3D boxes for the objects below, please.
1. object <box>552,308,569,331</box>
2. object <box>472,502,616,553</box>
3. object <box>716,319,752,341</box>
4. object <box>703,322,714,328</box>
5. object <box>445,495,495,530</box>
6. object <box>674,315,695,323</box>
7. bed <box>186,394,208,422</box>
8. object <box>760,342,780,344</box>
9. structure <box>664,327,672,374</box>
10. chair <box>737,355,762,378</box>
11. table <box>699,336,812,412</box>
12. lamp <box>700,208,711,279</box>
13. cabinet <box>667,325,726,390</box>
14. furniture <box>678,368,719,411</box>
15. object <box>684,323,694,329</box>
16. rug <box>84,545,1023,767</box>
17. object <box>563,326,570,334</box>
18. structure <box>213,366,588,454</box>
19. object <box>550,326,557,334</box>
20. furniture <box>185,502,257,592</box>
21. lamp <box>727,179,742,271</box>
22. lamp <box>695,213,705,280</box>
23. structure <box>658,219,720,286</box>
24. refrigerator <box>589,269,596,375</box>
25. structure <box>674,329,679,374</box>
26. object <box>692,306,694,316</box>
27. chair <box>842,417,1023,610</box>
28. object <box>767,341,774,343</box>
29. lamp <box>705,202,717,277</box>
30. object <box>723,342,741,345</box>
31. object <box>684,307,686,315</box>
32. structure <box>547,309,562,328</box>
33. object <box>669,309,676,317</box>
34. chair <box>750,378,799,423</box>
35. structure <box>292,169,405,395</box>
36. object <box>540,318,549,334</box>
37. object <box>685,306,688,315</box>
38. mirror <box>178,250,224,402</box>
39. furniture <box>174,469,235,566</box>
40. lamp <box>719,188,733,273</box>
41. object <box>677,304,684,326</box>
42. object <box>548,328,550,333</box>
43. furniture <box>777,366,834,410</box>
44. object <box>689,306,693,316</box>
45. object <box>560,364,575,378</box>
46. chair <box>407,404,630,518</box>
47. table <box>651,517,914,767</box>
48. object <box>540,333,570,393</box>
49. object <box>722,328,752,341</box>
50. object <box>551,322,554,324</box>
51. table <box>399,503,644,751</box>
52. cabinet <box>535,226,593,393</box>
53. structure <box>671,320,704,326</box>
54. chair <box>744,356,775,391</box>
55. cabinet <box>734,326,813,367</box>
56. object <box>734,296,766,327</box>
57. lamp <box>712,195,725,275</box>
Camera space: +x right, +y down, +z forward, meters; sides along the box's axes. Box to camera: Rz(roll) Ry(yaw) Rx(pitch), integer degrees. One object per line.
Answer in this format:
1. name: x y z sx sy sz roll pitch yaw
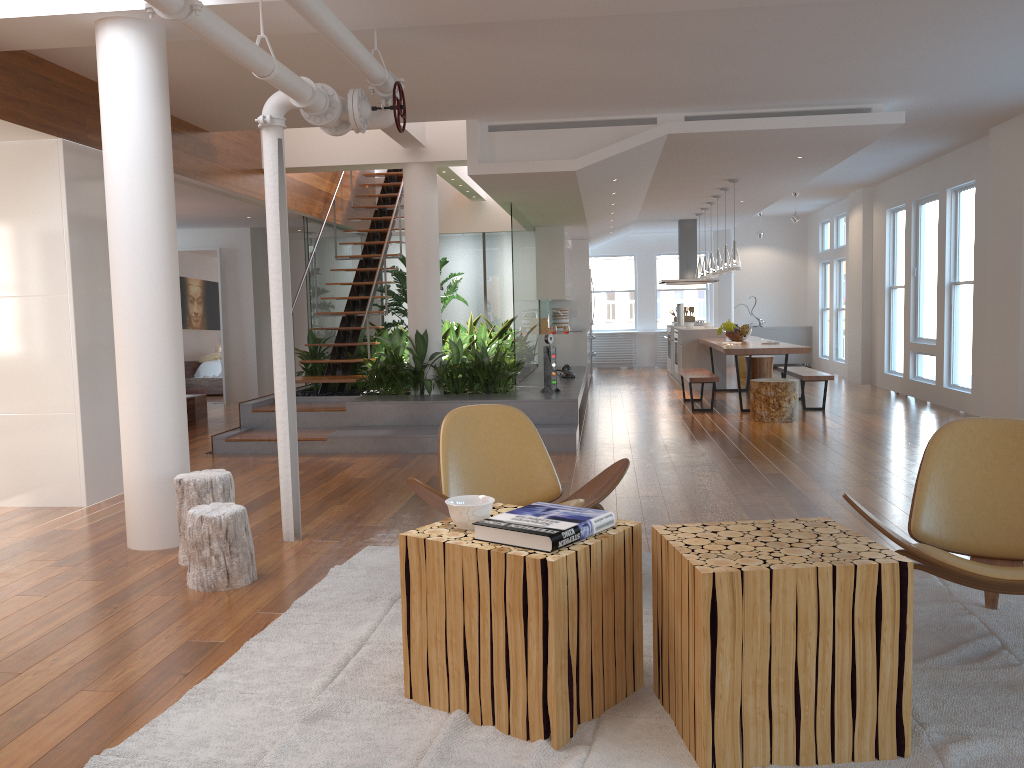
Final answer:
1. object: 0.756 -1.008 13.887 0.267 0.356 0.266 2 6 32
2. object: 0.097 0.414 2.591 0.279 0.048 0.334 2 6 37
3. object: 2.800 -0.677 11.138 0.394 0.284 0.292 -4 6 -30
4. object: 2.755 -0.823 12.461 0.152 0.082 0.152 -5 6 -33
5. object: -0.127 0.394 2.698 0.152 0.082 0.152 -5 6 -33
6. object: 2.898 -1.073 14.892 0.353 0.157 0.084 -1 5 6
7. bed: -4.764 0.220 9.184 2.314 0.595 2.207 -1 5 6
8. object: 2.944 -0.466 10.095 0.222 0.020 0.222 -2 5 -2
9. structure: 2.834 -0.564 14.482 0.649 0.735 0.890 -1 5 6
10. chair: 3.788 -0.336 14.182 0.344 0.430 0.549 -1 5 10
11. table: 2.968 -0.281 12.166 0.893 0.704 5.996 -1 5 6
12. lamp: 2.752 -2.037 12.633 0.160 1.060 0.160 2 6 33
13. cabinet: 2.780 -0.461 13.580 0.597 0.832 2.936 -1 5 6
14. furniture: 2.147 0.062 10.260 0.316 0.389 1.433 -1 5 6
15. object: 2.520 -0.830 12.610 0.152 0.082 0.152 -6 7 -44
16. rug: 0.672 0.927 2.467 3.525 0.057 3.478 -1 5 10
17. object: 0.751 -0.751 12.278 0.094 0.106 0.094 0 5 12
18. structure: -0.722 0.157 10.141 3.088 0.386 5.584 -1 5 6
19. object: 0.576 -0.752 12.344 0.094 0.106 0.094 0 5 12
20. furniture: -1.292 0.713 3.931 0.294 0.333 0.292 -4 5 -24
21. lamp: 2.450 -1.785 9.768 0.160 1.060 0.160 2 6 33
22. lamp: 2.827 -2.099 13.350 0.160 1.060 0.160 2 6 33
23. structure: 2.834 -2.313 14.312 0.909 1.405 0.900 -1 5 6
24. refrigerator: 1.051 -1.040 15.057 0.725 1.772 0.908 -1 5 6
25. structure: 2.439 -0.481 13.106 0.072 0.648 0.644 -1 5 6
26. object: 3.033 -1.153 14.881 0.057 0.294 0.030 -1 5 6
27. chair: 1.631 0.537 2.846 0.867 0.752 0.856 -5 6 -34
28. object: 2.943 -0.472 10.095 0.070 0.030 0.079 -6 6 -40
29. lamp: 2.676 -1.974 11.917 0.160 1.060 0.160 2 6 33
30. object: 2.529 -0.463 10.187 0.222 0.020 0.222 -6 7 -43
31. object: 2.898 -1.152 14.895 0.061 0.299 0.040 -1 5 4
32. structure: 0.644 -0.864 13.352 0.248 0.536 0.115 -1 5 6
33. object: 2.743 -1.133 14.911 0.199 0.259 0.016 0 5 16
34. chair: 2.622 0.160 8.867 0.460 0.400 0.460 0 5 16
35. structure: -0.914 -1.975 10.643 2.552 4.265 4.591 -1 5 6
36. object: 0.462 -0.827 12.623 0.104 0.222 0.200 -1 5 6
37. object: 2.930 -1.151 14.872 0.057 0.299 0.019 -1 5 6
38. mirror: -4.559 -0.769 12.015 1.267 2.044 0.049 -1 5 6
39. furniture: -1.475 0.643 4.301 0.290 0.418 0.298 -4 6 -31
40. lamp: 2.526 -1.848 10.484 0.160 1.060 0.160 2 6 33
41. object: 2.673 -1.089 14.002 0.172 0.356 0.120 -5 6 -36
42. object: 0.502 -0.824 12.869 0.100 0.170 0.173 -1 5 8
43. furniture: 3.333 0.044 10.133 0.316 0.389 1.433 -1 5 6
44. object: 2.994 -1.151 14.868 0.068 0.298 0.039 -1 5 6
45. object: 0.617 -0.147 10.151 0.216 0.155 0.181 -4 6 -29
46. chair: 0.064 0.500 3.732 0.856 0.752 0.867 0 5 11
47. table: 0.721 0.701 2.466 0.548 0.534 0.489 -2 5 -5
48. object: 0.417 -0.198 8.435 0.318 0.565 0.134 3 7 42
49. object: 2.826 -0.614 11.127 0.360 0.159 0.360 -4 6 -30
50. object: 0.765 -0.959 14.280 0.284 0.196 0.265 -6 7 -42
51. table: 0.036 0.699 2.687 0.548 0.534 0.489 2 6 36
52. cabinet: 0.914 -1.189 14.309 0.676 2.280 4.565 -1 5 6
53. structure: 2.867 -0.990 14.453 0.520 0.073 0.650 -1 5 6
54. chair: 3.352 -0.147 12.009 0.396 0.455 0.402 -2 5 -4
55. cabinet: 4.711 -0.671 16.034 1.309 0.725 0.420 -1 5 6
56. object: 4.308 -1.303 15.977 0.590 0.563 0.210 -3 5 -23
57. lamp: 2.601 -1.911 11.201 0.160 1.060 0.160 2 6 33
